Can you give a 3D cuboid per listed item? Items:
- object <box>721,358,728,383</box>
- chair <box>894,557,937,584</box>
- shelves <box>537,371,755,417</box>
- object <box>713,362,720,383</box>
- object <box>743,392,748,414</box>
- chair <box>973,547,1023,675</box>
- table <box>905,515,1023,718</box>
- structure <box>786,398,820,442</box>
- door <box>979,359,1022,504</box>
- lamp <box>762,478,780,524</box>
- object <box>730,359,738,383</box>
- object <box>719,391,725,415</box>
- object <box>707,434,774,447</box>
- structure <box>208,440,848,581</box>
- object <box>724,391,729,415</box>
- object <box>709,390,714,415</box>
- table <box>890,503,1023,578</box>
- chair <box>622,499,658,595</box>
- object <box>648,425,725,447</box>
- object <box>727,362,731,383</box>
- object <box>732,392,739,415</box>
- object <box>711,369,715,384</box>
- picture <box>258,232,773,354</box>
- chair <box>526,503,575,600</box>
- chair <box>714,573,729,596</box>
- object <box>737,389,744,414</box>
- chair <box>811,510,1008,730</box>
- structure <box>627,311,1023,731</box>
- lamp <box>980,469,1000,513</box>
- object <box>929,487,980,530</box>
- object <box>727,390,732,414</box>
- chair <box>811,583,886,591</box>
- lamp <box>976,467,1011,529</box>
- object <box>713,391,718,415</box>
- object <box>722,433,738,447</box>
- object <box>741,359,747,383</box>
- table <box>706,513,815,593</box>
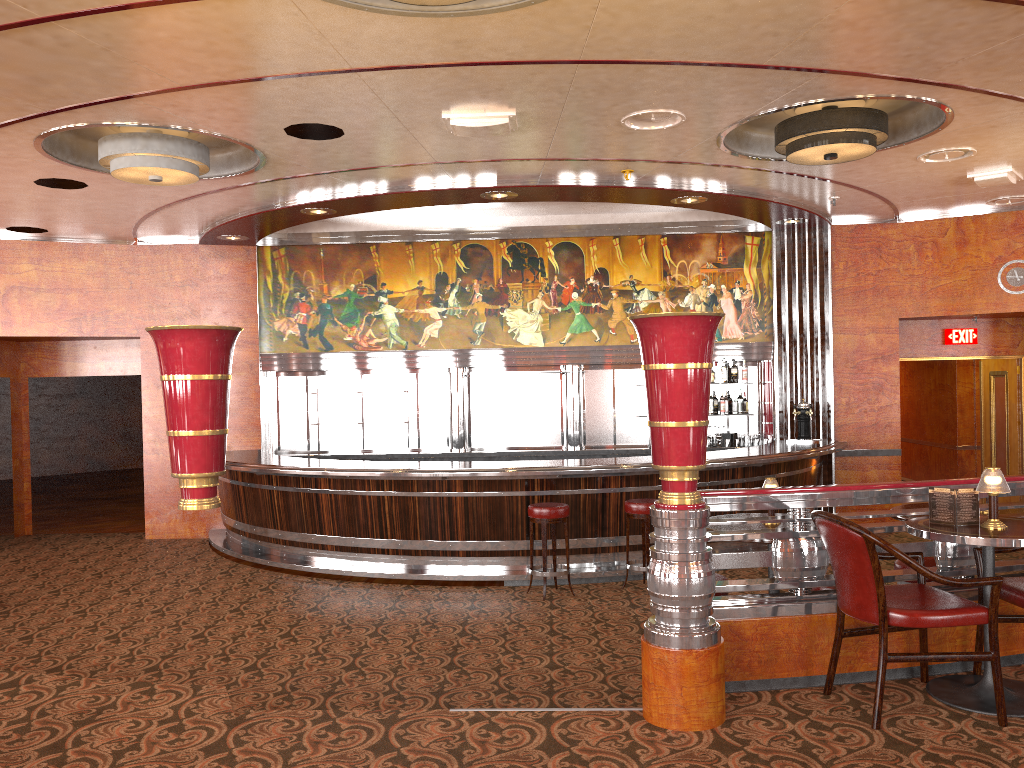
[{"bbox_3d":[2.550,-0.162,10.654,0.078,0.305,0.078,-1,1,-17],"label":"object"},{"bbox_3d":[2.263,1.339,4.799,0.350,0.755,0.350,-1,1,44],"label":"chair"},{"bbox_3d":[1.604,0.116,10.777,2.594,0.568,0.339,-1,0,3],"label":"shelves"},{"bbox_3d":[2.477,-0.143,10.762,0.080,0.272,0.080,-2,1,-29],"label":"object"},{"bbox_3d":[2.835,0.228,10.795,0.080,0.272,0.080,-1,1,1],"label":"object"},{"bbox_3d":[2.395,0.903,3.763,0.615,0.817,0.588,-1,0,-2],"label":"chair"},{"bbox_3d":[2.019,0.959,3.749,0.639,0.720,0.640,-1,0,-45],"label":"table"},{"bbox_3d":[3.371,0.437,10.258,0.360,0.540,0.280,-1,0,23],"label":"structure"},{"bbox_3d":[6.197,0.651,11.235,0.063,1.983,0.808,-1,1,-3],"label":"door"},{"bbox_3d":[1.446,0.650,4.948,0.130,0.250,0.130,-1,0,23],"label":"lamp"},{"bbox_3d":[2.666,-0.158,10.634,0.090,0.293,0.090,-1,1,36],"label":"object"},{"bbox_3d":[2.522,0.229,10.635,0.067,0.283,0.067,-1,1,-23],"label":"object"},{"bbox_3d":[2.424,0.685,10.728,1.425,0.135,0.403,-1,0,8],"label":"object"},{"bbox_3d":[-0.016,1.256,9.209,7.810,1.047,3.207,-1,0,3],"label":"structure"},{"bbox_3d":[2.578,0.228,10.701,0.067,0.283,0.067,-2,1,-37],"label":"object"},{"bbox_3d":[2.392,0.221,10.667,0.078,0.305,0.078,-1,1,41],"label":"object"},{"bbox_3d":[2.689,1.229,5.216,0.849,0.960,0.849,-1,0,-18],"label":"table"},{"bbox_3d":[1.140,1.372,7.556,0.350,0.755,0.350,-1,1,44],"label":"chair"},{"bbox_3d":[2.127,0.636,10.693,0.951,0.245,0.396,-1,0,6],"label":"object"},{"bbox_3d":[2.639,-0.139,10.802,0.090,0.256,0.090,-1,1,9],"label":"object"},{"bbox_3d":[2.685,0.230,10.670,0.080,0.272,0.080,-1,1,6],"label":"object"},{"bbox_3d":[2.403,-0.125,10.669,0.070,0.238,0.070,-1,1,-23],"label":"object"},{"bbox_3d":[0.005,-1.101,10.798,6.254,1.322,0.001,-1,1,3],"label":"picture"},{"bbox_3d":[0.315,1.389,7.431,0.350,0.755,0.350,-1,1,-24],"label":"chair"},{"bbox_3d":[0.940,1.367,4.555,0.350,0.755,0.350,-2,1,-39],"label":"chair"},{"bbox_3d":[2.757,0.213,10.712,0.078,0.305,0.078,-1,1,16],"label":"object"},{"bbox_3d":[1.569,0.920,3.642,0.615,0.817,0.588,-1,0,-7],"label":"chair"},{"bbox_3d":[2.459,-0.091,4.437,4.353,3.606,0.549,-1,1,-23],"label":"structure"},{"bbox_3d":[2.785,0.622,5.172,0.130,0.250,0.130,-1,0,14],"label":"lamp"},{"bbox_3d":[1.865,0.524,3.790,0.195,0.156,0.169,-1,0,-37],"label":"object"},{"bbox_3d":[2.643,0.222,10.820,0.090,0.293,0.090,-1,1,36],"label":"object"},{"bbox_3d":[1.671,1.351,4.388,0.350,0.755,0.350,-1,1,44],"label":"chair"},{"bbox_3d":[2.012,0.474,3.707,0.130,0.250,0.130,-1,0,14],"label":"lamp"},{"bbox_3d":[2.457,0.226,10.759,0.090,0.293,0.090,-1,1,-4],"label":"object"},{"bbox_3d":[2.601,0.669,10.634,0.169,0.156,0.195,-1,0,28],"label":"object"},{"bbox_3d":[2.790,-0.156,10.648,0.067,0.283,0.067,-1,1,14],"label":"object"},{"bbox_3d":[1.459,1.255,4.928,0.849,0.960,0.849,-1,0,5],"label":"table"}]
